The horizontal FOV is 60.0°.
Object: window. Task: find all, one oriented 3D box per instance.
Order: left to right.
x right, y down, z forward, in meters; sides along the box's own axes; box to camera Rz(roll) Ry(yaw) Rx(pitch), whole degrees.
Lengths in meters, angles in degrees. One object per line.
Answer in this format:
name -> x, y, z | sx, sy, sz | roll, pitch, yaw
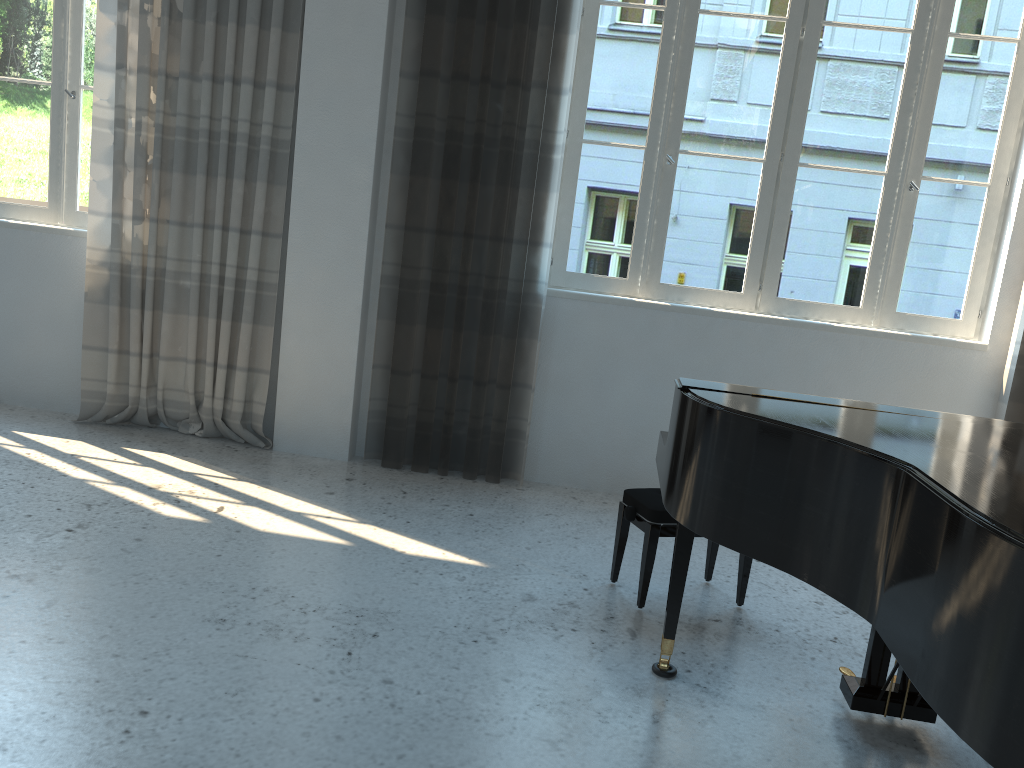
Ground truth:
window -> 1.245, -1.295, 3.920 | 1.982, 2.013, 0.073 | 8, 10, 6
window -> 9.329, -10.038, 17.546 | 18.525, 18.579, 32.746 | 8, 9, 10

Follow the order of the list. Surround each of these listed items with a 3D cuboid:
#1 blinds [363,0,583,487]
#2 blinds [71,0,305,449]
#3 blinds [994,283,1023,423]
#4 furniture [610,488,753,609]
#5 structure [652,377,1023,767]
blinds -> -0.141, -1.164, 3.939 | 0.776, 3.238, 0.139 | 8, 10, 6
blinds -> -1.452, -1.361, 4.064 | 1.025, 3.268, 0.182 | 8, 10, 5
blinds -> 2.612, -0.788, 3.661 | 0.776, 3.238, 0.139 | 8, 10, 6
furniture -> 0.579, 0.542, 2.996 | 0.467, 0.354, 0.239 | 4, 10, -19
structure -> 0.958, 0.562, 1.694 | 1.334, 0.834, 1.915 | 8, 9, 6
